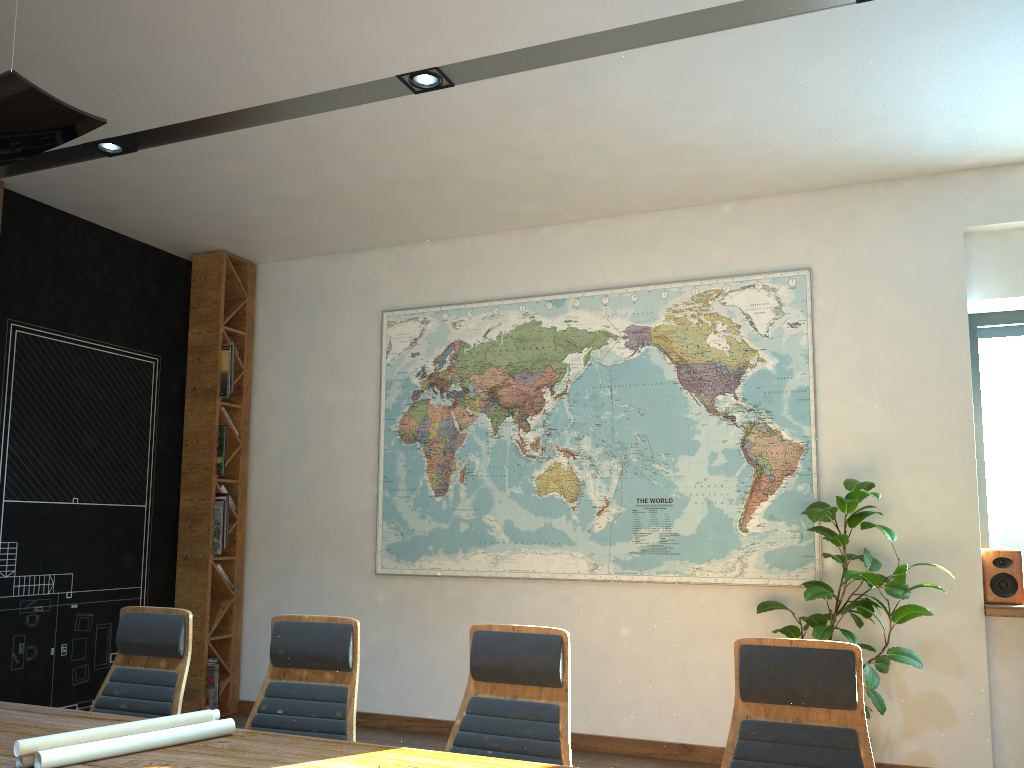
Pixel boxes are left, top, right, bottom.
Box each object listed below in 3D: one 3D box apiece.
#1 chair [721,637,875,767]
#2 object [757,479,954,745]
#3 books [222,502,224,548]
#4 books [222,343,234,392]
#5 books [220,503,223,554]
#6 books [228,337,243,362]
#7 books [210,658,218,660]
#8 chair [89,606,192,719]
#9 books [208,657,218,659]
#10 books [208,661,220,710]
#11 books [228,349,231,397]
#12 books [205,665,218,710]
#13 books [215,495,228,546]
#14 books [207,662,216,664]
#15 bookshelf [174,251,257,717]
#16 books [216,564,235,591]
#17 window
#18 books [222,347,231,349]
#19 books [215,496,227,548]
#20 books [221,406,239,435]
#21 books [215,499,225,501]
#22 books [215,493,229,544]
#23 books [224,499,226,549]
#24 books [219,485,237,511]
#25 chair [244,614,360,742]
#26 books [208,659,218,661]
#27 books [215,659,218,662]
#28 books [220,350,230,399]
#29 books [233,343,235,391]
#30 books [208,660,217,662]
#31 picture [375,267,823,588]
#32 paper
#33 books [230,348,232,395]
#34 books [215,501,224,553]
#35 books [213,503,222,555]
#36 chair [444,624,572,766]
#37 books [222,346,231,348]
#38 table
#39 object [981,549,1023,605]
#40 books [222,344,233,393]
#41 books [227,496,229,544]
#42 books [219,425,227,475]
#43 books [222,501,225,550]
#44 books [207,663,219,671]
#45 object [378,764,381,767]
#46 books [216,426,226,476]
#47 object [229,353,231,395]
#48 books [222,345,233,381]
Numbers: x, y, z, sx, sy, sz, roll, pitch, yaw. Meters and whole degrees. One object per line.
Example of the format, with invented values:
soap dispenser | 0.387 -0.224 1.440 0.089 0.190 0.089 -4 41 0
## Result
chair | 0.802 1.339 2.533 0.707 1.121 0.699 -3 -8 22
object | 1.962 1.431 5.089 1.057 1.785 0.726 -1 -7 14
books | -3.957 0.512 3.373 0.398 0.394 7.960 -3 -10 22
books | -3.946 -0.740 3.523 0.398 0.391 8.037 -3 -10 22
books | -3.952 0.528 3.370 0.398 0.394 7.923 -3 -10 22
books | -3.924 0.298 3.386 0.161 2.631 8.464 -2 -10 22
books | -3.964 1.700 3.230 0.390 0.379 8.025 -3 -10 22
chair | -1.685 1.487 3.532 0.707 1.121 0.699 -3 -8 22
books | -3.964 1.695 3.230 0.384 0.382 8.034 -3 -10 22
books | -3.931 1.724 3.213 0.399 0.395 7.956 -3 -10 22
books | -3.944 -0.687 3.516 0.400 0.381 7.939 -3 -10 22
books | -3.936 1.741 3.213 0.401 0.381 7.941 -3 -10 22
books | -3.948 0.463 3.376 0.387 0.398 8.052 -3 -10 22
books | -3.965 1.725 3.227 0.400 0.380 7.966 -3 -10 22
bookshelf | -3.982 0.155 3.428 0.319 3.668 8.675 -2 -9 22
books | -3.948 0.909 3.321 0.233 0.219 8.471 -3 -10 22
window | 4.580 0.360 5.132 3.466 1.851 0.054 -3 -8 22
books | -3.948 -0.698 3.519 0.398 0.394 7.949 -3 -10 22
books | -3.949 0.477 3.374 0.391 0.401 8.022 -3 -10 22
books | -3.966 -0.321 3.480 0.238 0.229 8.464 -3 -10 22
books | -3.958 0.496 3.376 0.399 0.395 7.996 -3 -10 22
books | -3.950 0.449 3.378 0.391 0.395 8.086 -3 -10 22
books | -3.952 0.493 3.374 0.398 0.387 8.004 -3 -10 22
books | -3.930 0.287 3.390 0.176 0.207 8.468 -3 -10 22
chair | -0.894 1.437 3.201 0.706 1.121 0.700 -2 -8 18
books | -3.958 1.711 3.226 0.398 0.396 7.984 -3 -10 22
books | -3.959 1.710 3.227 0.398 0.393 7.992 -3 -10 22
books | -3.944 -0.677 3.515 0.398 0.387 7.908 -3 -10 22
books | -3.943 -0.742 3.522 0.398 0.388 8.045 -3 -10 22
books | -3.961 1.718 3.227 0.398 0.393 7.975 -3 -10 22
picture | 0.460 0.351 6.284 3.236 2.052 0.030 -3 -8 22
paper | -0.734 0.938 1.878 0.629 0.083 2.252 5 -11 -26
books | -3.942 -0.705 3.517 0.396 0.379 7.977 -3 -10 22
books | -3.960 0.515 3.374 0.398 0.397 7.951 -3 -10 22
books | -3.959 0.532 3.372 0.398 0.396 7.914 -3 -10 22
chair | -0.112 1.393 2.901 0.707 1.121 0.699 -3 -8 25
books | -3.951 -0.705 3.521 0.398 0.397 7.958 -3 -10 22
table | -0.333 1.360 1.738 5.545 0.792 1.795 -3 -10 22
object | 2.964 1.166 5.377 0.211 0.319 0.315 -3 -9 22
books | -3.944 -0.729 3.521 0.398 0.393 8.012 -3 -10 22
books | -3.951 0.461 3.377 0.396 0.379 8.076 -3 -10 22
books | -3.949 -0.081 3.443 0.398 0.393 7.927 -3 -10 22
books | -3.953 0.505 3.373 0.400 0.381 7.987 -3 -10 22
books | -3.937 1.734 3.215 0.398 0.387 7.947 -3 -10 22
object | -0.339 0.878 1.796 0.153 0.187 0.178 5 -9 -27
books | -3.956 -0.073 3.445 0.398 0.388 7.914 -3 -10 22
object | -3.950 -0.707 3.521 0.398 0.394 7.967 -3 -10 22
books | -3.941 -0.718 3.519 0.391 0.395 7.987 -3 -10 22
